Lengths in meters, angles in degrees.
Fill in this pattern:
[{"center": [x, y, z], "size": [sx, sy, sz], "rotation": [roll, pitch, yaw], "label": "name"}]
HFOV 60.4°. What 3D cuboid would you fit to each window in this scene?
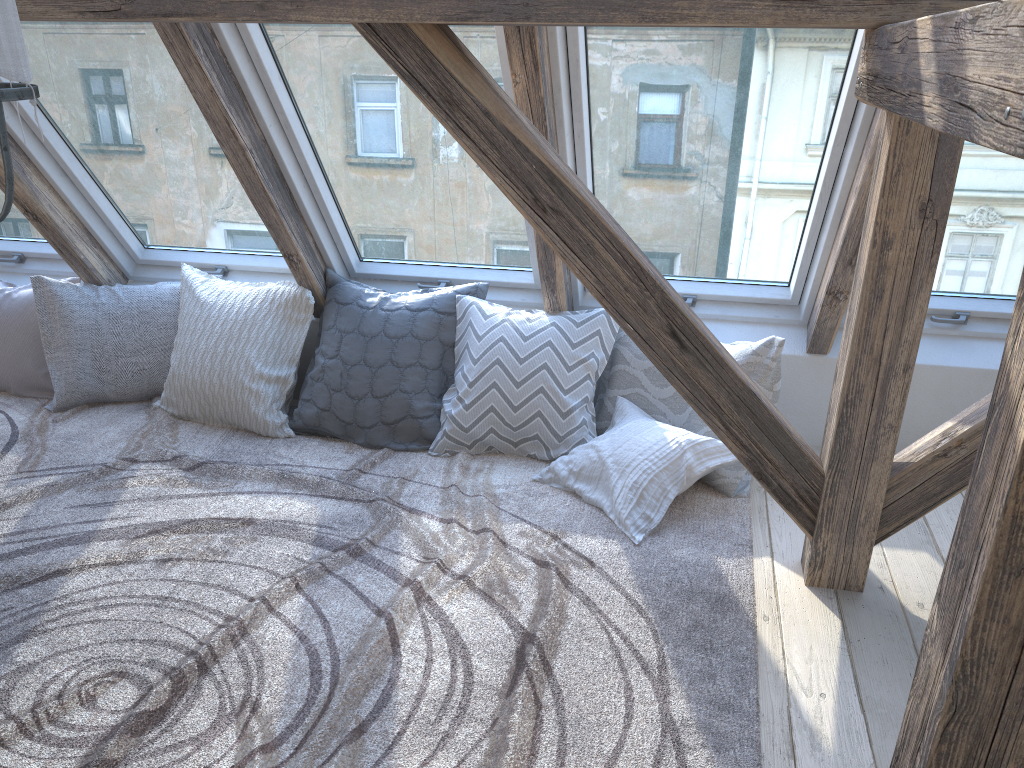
[{"center": [-1.243, -0.854, 2.858], "size": [0.854, 1.337, 1.048], "rotation": [6, 24, 11], "label": "window"}, {"center": [1.459, -0.630, 2.370], "size": [0.854, 1.337, 1.048], "rotation": [6, 24, 11], "label": "window"}, {"center": [-2.143, -0.929, 3.021], "size": [0.854, 1.337, 1.048], "rotation": [6, 24, 11], "label": "window"}, {"center": [0.558, -0.705, 2.533], "size": [0.854, 1.337, 1.048], "rotation": [6, 24, 11], "label": "window"}, {"center": [-0.342, -0.779, 2.695], "size": [0.854, 1.337, 1.048], "rotation": [6, 24, 11], "label": "window"}]

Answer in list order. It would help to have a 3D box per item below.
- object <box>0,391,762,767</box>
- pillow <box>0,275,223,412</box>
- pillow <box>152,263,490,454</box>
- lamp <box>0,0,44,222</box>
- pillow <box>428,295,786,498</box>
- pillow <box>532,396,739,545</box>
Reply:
[{"center": [-0.931, 0.424, 2.518], "size": [3.179, 0.059, 2.094], "rotation": [5, 21, 11], "label": "object"}, {"center": [-1.712, -0.172, 3.478], "size": [1.133, 0.550, 0.415], "rotation": [2, 23, 3], "label": "pillow"}, {"center": [-0.745, -0.117, 3.265], "size": [1.269, 0.590, 0.447], "rotation": [5, 24, 11], "label": "pillow"}, {"center": [-0.722, -1.079, 0.594], "size": [0.393, 1.985, 0.395], "rotation": [-17, 30, -33], "label": "lamp"}, {"center": [0.322, 0.014, 3.045], "size": [1.150, 0.560, 0.480], "rotation": [7, 24, 15], "label": "pillow"}, {"center": [0.388, 0.260, 2.801], "size": [0.467, 0.254, 0.521], "rotation": [-15, 26, -34], "label": "pillow"}]
